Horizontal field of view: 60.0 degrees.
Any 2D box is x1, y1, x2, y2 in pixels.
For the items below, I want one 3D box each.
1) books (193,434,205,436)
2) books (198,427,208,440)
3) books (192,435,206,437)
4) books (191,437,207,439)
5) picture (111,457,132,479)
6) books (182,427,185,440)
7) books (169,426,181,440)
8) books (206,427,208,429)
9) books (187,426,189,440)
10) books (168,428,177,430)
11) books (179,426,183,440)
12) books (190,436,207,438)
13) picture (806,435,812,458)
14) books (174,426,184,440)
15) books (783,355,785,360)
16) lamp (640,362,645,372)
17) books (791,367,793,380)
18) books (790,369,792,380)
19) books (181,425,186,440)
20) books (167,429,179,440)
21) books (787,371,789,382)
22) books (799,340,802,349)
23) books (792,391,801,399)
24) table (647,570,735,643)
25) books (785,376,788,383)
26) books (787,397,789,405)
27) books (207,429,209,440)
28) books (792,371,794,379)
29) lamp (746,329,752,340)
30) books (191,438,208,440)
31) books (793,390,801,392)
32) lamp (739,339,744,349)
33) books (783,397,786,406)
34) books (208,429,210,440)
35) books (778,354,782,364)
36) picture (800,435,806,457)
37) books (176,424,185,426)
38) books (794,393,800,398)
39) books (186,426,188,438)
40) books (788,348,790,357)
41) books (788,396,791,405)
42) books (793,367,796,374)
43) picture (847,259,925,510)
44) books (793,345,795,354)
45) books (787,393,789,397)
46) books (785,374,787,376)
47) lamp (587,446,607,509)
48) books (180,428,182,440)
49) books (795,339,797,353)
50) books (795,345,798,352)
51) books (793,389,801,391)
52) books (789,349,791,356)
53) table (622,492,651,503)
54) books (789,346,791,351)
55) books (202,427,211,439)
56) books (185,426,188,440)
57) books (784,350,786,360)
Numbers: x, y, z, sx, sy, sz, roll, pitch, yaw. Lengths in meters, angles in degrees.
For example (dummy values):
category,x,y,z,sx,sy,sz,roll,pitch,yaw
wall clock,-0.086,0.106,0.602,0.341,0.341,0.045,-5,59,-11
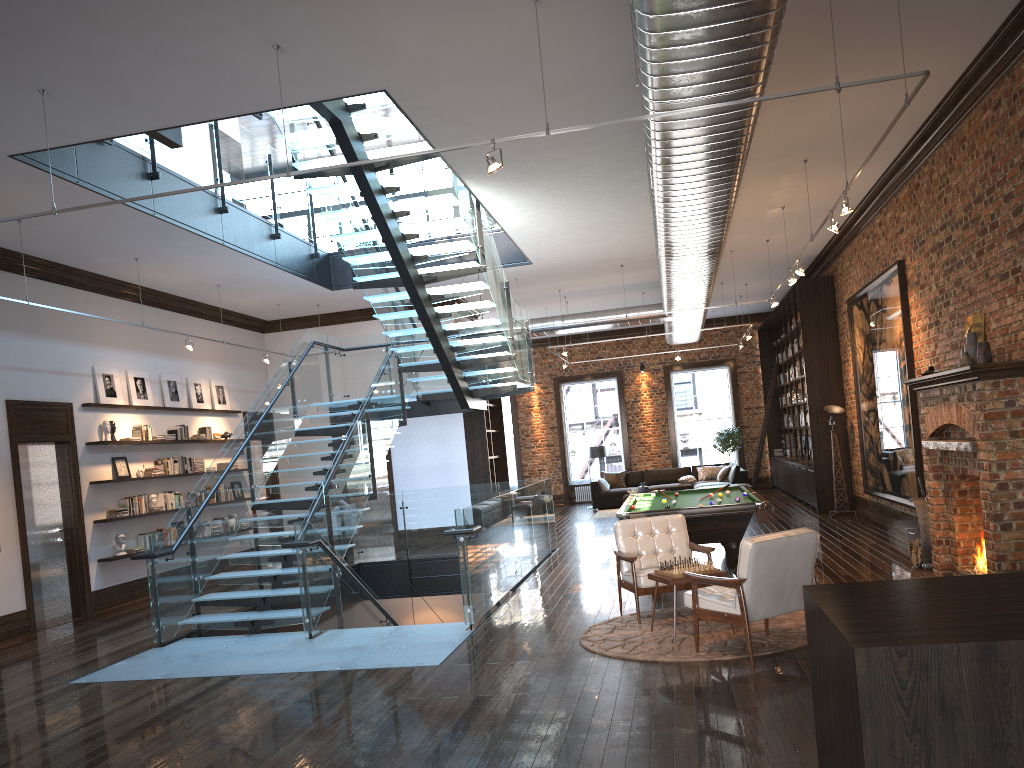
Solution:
category,x,y,z,sx,sy,sz,roll,pitch,yaw
books,-4.937,0.808,13.993,0.117,0.021,0.192,-6,-4,5
books,-4.911,0.793,14.096,0.135,0.200,0.011,-6,1,11
books,-4.936,0.823,13.978,0.119,0.013,0.205,-7,-4,15
books,-4.935,0.847,13.978,0.144,0.013,0.226,-6,-4,10
picture,-5.296,1.138,12.033,0.077,0.300,0.300,-5,-2,10
books,-5.029,0.755,13.438,0.131,0.203,0.014,-6,1,11
books,-5.050,0.744,13.288,0.156,0.208,0.022,-6,1,11
books,-4.910,0.796,14.145,0.135,0.202,0.007,-6,1,11
books,-5.012,0.755,13.532,0.163,0.214,0.023,-6,1,11
books,-5.069,0.755,13.260,0.127,0.184,0.042,-6,0,11
books,-5.047,0.747,13.361,0.154,0.211,0.023,-6,1,11
books,-4.938,0.834,13.964,0.134,0.011,0.254,-6,-4,10
picture,6.399,1.345,19.088,0.112,0.498,0.507,-5,-2,10
books,-5.037,0.744,13.376,0.156,0.217,0.011,-6,1,11
books,6.502,-0.594,20.931,0.171,0.195,0.083,-6,0,10
lamp,3.353,-0.435,22.819,0.126,0.237,0.155,-5,-1,10
books,6.287,-0.223,19.610,0.183,0.314,0.013,-5,1,11
books,6.336,-0.194,19.875,0.178,0.286,0.087,-6,0,10
books,-5.026,0.744,13.450,0.162,0.226,0.011,-6,1,11
books,-5.056,0.764,13.233,0.167,0.161,0.037,-6,0,11
books,6.447,-0.160,20.448,0.174,0.283,0.113,-6,0,10
books,5.971,-0.777,18.167,0.191,0.255,0.061,-6,0,11
books,6.381,0.306,19.869,0.189,0.287,0.013,-6,1,11
table,1.408,1.743,7.044,0.515,0.495,0.464,-5,-2,-15
books,6.542,-0.092,20.995,0.185,0.210,0.069,-6,0,11
books,6.528,0.397,20.677,0.192,0.195,0.034,-6,0,11
books,-4.905,0.797,14.107,0.142,0.193,0.013,-6,1,11
books,6.281,-0.180,19.535,0.183,0.218,0.034,-6,1,11
lamp,4.783,-1.001,17.922,0.113,0.230,0.114,-5,0,-14
books,-4.923,0.869,13.975,0.163,0.011,0.230,-6,-4,10
books,6.403,0.295,19.879,0.162,0.306,0.006,-5,1,11
lamp,5.148,-0.892,19.894,0.113,0.230,0.114,-5,0,-40
books,6.624,0.416,21.269,0.232,0.225,0.024,-6,1,11
books,-4.897,0.811,14.119,0.162,0.165,0.013,-6,1,11
books,6.524,-0.601,21.276,0.235,0.252,0.028,-6,1,11
picture,6.578,1.398,20.052,0.112,0.498,0.507,-5,-2,10
books,-5.029,0.740,13.483,0.139,0.239,0.011,-5,1,11
books,6.391,0.329,19.815,0.148,0.232,0.036,-6,1,11
books,-5.011,0.754,13.497,0.147,0.210,0.024,-6,1,11
books,6.289,-0.683,19.848,0.183,0.252,0.015,-6,1,11
books,6.447,0.374,20.306,0.236,0.202,0.046,-6,0,11
books,6.255,-0.229,19.416,0.175,0.303,0.067,-5,0,11
picture,5.047,0.108,12.111,0.080,3.000,3.201,-5,-2,10
books,6.160,-0.720,19.136,0.168,0.248,0.072,-6,0,11
books,6.533,0.353,20.710,0.185,0.286,0.035,-6,1,11
books,6.552,-0.112,21.013,0.166,0.250,0.079,-6,0,10
lamp,1.991,2.229,21.156,0.690,1.466,0.418,-6,0,40
books,-5.035,0.758,13.311,0.166,0.180,0.028,-6,1,11
books,6.068,-0.784,18.701,0.186,0.329,0.069,-5,0,11
books,6.029,-0.730,18.529,0.193,0.202,0.027,-6,1,11
books,6.404,0.283,19.885,0.161,0.331,0.006,-5,1,11
books,6.217,-0.674,19.528,0.187,0.200,0.030,-6,1,11
table,2.941,2.558,19.239,1.002,0.345,1.001,-6,-4,10
books,6.233,-0.704,19.588,0.192,0.267,0.016,-6,1,11
books,-4.894,0.793,14.164,0.162,0.208,0.012,-6,1,11
books,-5.016,0.748,13.464,0.167,0.219,0.021,-6,1,11
books,6.417,-0.659,20.538,0.188,0.280,0.028,-6,1,11
